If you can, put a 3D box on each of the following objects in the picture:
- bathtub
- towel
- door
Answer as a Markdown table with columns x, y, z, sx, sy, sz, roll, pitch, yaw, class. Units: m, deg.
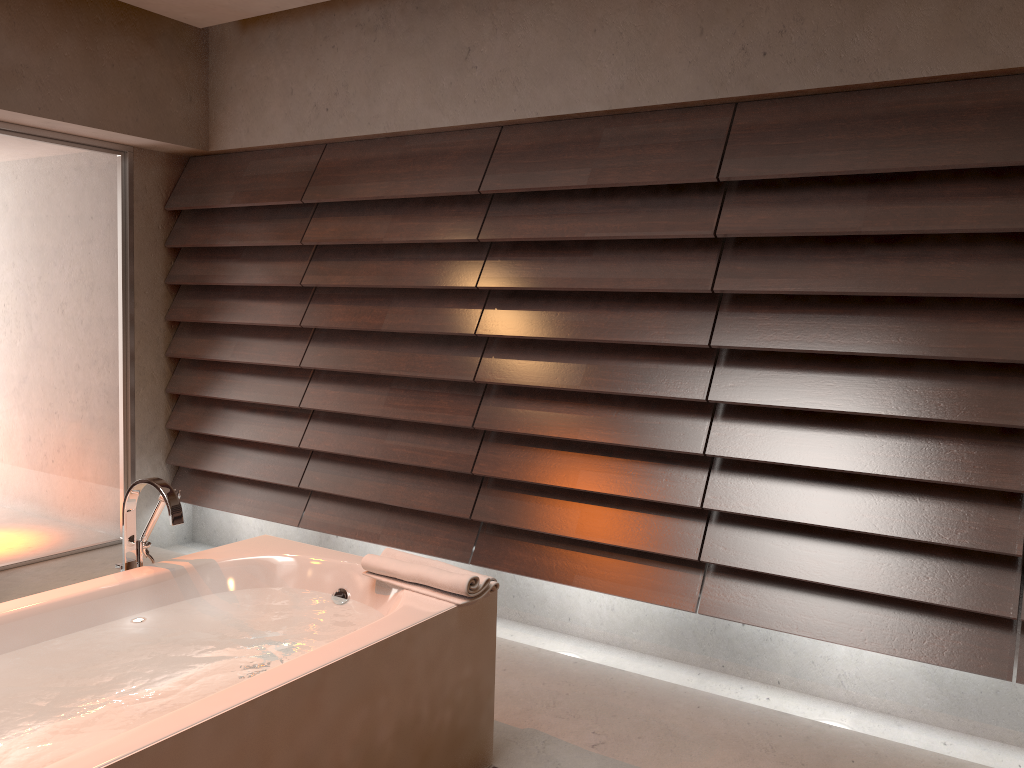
| x | y | z | sx | sy | sz | roll | pitch | yaw | class |
| --- | --- | --- | --- | --- | --- | --- | --- | --- | --- |
| -0.995 | 0.691 | 1.830 | 0.994 | 0.761 | 2.000 | 5 | 6 | 32 | bathtub |
| -0.229 | 0.509 | 2.408 | 0.396 | 0.068 | 0.159 | 5 | 6 | 38 | towel |
| -2.217 | -0.159 | 4.088 | 0.090 | 2.000 | 1.007 | 5 | 6 | 32 | door |
